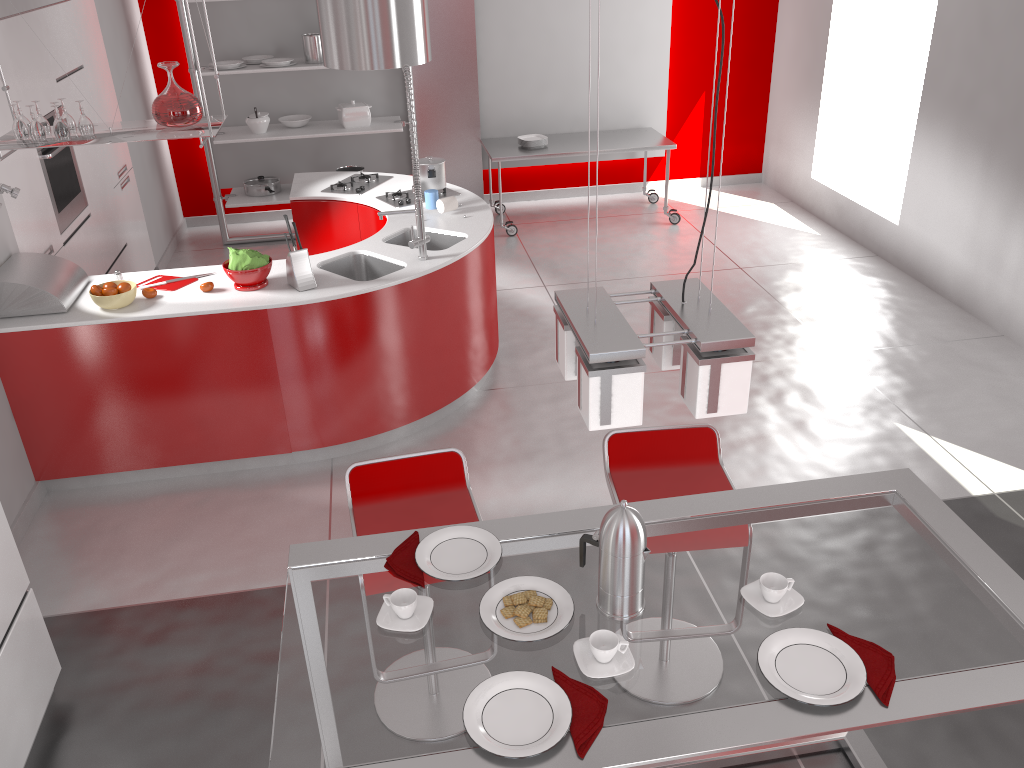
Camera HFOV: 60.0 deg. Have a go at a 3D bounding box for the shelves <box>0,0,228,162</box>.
[{"bbox_3d":[-1.754,-1.502,3.632,0.934,1.023,0.462,-6,28,-7],"label":"shelves"}]

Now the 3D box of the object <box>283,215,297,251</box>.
[{"bbox_3d":[-1.016,-0.624,4.151,0.014,0.322,0.150,-22,34,-32],"label":"object"}]

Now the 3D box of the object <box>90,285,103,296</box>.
[{"bbox_3d":[-1.882,-0.422,4.026,0.055,0.058,0.066,-13,30,-20],"label":"object"}]

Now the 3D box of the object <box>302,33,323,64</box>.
[{"bbox_3d":[-1.546,-2.618,6.916,0.184,0.205,0.172,-4,28,-3],"label":"object"}]

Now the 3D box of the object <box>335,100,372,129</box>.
[{"bbox_3d":[-1.288,-2.210,7.231,0.282,0.197,0.235,-11,29,-16],"label":"object"}]

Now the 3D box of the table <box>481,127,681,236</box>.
[{"bbox_3d":[0.587,-1.763,7.708,1.627,0.682,0.749,-5,28,-6],"label":"table"}]

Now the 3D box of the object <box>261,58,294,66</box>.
[{"bbox_3d":[-1.810,-2.484,6.859,0.244,0.042,0.244,-14,30,-21],"label":"object"}]

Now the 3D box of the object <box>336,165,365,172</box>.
[{"bbox_3d":[-1.349,-1.723,7.441,0.240,0.161,0.259,-15,30,-22],"label":"object"}]

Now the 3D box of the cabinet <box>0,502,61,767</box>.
[{"bbox_3d":[-1.763,1.145,2.154,0.610,0.880,1.802,-6,28,-7],"label":"cabinet"}]

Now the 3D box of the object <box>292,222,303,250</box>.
[{"bbox_3d":[-0.988,-0.615,4.166,0.012,0.279,0.130,-22,34,-32],"label":"object"}]

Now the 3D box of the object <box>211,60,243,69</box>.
[{"bbox_3d":[-2.188,-2.451,6.823,0.244,0.042,0.244,-14,30,-21],"label":"object"}]

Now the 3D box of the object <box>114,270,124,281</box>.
[{"bbox_3d":[-1.914,-0.524,4.312,0.043,0.066,0.042,0,28,4],"label":"object"}]

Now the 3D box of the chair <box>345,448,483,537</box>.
[{"bbox_3d":[-0.291,0.697,2.924,0.418,0.857,0.460,-8,28,-11],"label":"chair"}]

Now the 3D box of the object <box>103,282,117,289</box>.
[{"bbox_3d":[-1.844,-0.442,4.071,0.066,0.049,0.062,-8,28,-10],"label":"object"}]

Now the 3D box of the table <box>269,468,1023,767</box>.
[{"bbox_3d":[0.351,0.946,2.255,1.700,1.000,0.800,-6,28,-7],"label":"table"}]

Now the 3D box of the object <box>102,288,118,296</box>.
[{"bbox_3d":[-1.821,-0.416,4.020,0.065,0.052,0.062,-14,30,-21],"label":"object"}]

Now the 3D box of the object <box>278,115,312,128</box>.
[{"bbox_3d":[-1.777,-2.147,7.278,0.272,0.072,0.272,23,37,39],"label":"object"}]

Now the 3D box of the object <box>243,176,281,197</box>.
[{"bbox_3d":[-2.095,-1.652,7.391,0.308,0.130,0.407,-3,28,-1],"label":"object"}]

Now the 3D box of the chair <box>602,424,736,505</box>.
[{"bbox_3d":[0.535,0.613,3.026,0.418,0.857,0.460,-4,28,-3],"label":"chair"}]

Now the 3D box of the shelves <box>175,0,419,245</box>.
[{"bbox_3d":[-1.656,-2.423,7.061,1.735,2.599,0.535,-6,28,-7],"label":"shelves"}]

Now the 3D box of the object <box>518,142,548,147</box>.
[{"bbox_3d":[0.174,-2.021,7.450,0.228,0.020,0.228,-15,31,-23],"label":"object"}]

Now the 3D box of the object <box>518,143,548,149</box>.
[{"bbox_3d":[0.174,-2.012,7.455,0.228,0.020,0.228,-15,31,-23],"label":"object"}]

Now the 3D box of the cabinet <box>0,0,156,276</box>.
[{"bbox_3d":[-2.891,-1.146,5.342,0.614,2.026,2.398,-6,28,-7],"label":"cabinet"}]

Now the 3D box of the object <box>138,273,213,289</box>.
[{"bbox_3d":[-1.626,-0.509,4.314,0.375,0.008,0.041,-18,32,-28],"label":"object"}]

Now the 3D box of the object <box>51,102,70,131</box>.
[{"bbox_3d":[-1.916,-1.118,3.751,0.060,0.141,0.060,-6,28,-7],"label":"object"}]

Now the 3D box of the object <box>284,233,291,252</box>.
[{"bbox_3d":[-1.031,-0.601,4.137,0.009,0.197,0.091,-22,34,-32],"label":"object"}]

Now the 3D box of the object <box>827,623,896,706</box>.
[{"bbox_3d":[0.755,0.574,1.849,0.095,0.012,0.234,-7,28,-8],"label":"object"}]

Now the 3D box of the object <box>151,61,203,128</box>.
[{"bbox_3d":[-1.461,-1.251,3.838,0.213,0.266,0.213,7,29,17],"label":"object"}]

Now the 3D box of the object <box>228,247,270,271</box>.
[{"bbox_3d":[-1.237,-0.571,4.184,0.198,0.182,0.193,-3,28,-2],"label":"object"}]

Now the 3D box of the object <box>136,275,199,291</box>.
[{"bbox_3d":[-1.676,-0.489,4.295,0.266,0.006,0.168,7,29,16],"label":"object"}]

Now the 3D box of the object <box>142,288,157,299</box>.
[{"bbox_3d":[-1.686,-0.422,4.128,0.065,0.047,0.063,-6,28,-8],"label":"object"}]

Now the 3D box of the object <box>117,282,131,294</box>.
[{"bbox_3d":[-1.778,-0.440,4.062,0.066,0.049,0.062,-2,28,0],"label":"object"}]

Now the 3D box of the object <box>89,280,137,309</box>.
[{"bbox_3d":[-1.813,-0.398,4.050,0.201,0.086,0.201,-6,28,-6],"label":"object"}]

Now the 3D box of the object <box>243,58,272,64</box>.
[{"bbox_3d":[-2.015,-2.562,7.051,0.280,0.015,0.280,12,31,25],"label":"object"}]

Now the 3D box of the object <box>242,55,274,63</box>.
[{"bbox_3d":[-2.016,-2.574,7.044,0.244,0.042,0.244,-10,29,-14],"label":"object"}]

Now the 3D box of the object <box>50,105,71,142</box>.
[{"bbox_3d":[-1.879,-1.083,3.682,0.060,0.141,0.060,-18,32,-27],"label":"object"}]

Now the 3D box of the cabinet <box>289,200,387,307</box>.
[{"bbox_3d":[-1.420,-0.390,4.968,1.025,0.761,1.875,17,33,32],"label":"cabinet"}]

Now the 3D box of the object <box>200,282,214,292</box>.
[{"bbox_3d":[-1.437,-0.460,4.177,0.064,0.048,0.063,-17,31,-26],"label":"object"}]

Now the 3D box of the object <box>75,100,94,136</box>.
[{"bbox_3d":[-1.818,-1.129,3.765,0.060,0.141,0.060,-6,28,-7],"label":"object"}]

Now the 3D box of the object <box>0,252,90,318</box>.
[{"bbox_3d":[-2.191,-0.475,4.117,0.300,0.170,0.400,-6,28,-7],"label":"object"}]

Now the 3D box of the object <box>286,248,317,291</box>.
[{"bbox_3d":[-0.997,-0.547,4.166,0.091,0.178,0.137,-20,33,-31],"label":"object"}]

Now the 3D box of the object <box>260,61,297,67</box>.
[{"bbox_3d":[-1.809,-2.472,6.866,0.280,0.015,0.280,8,30,19],"label":"object"}]

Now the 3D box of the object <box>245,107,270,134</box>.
[{"bbox_3d":[-2.031,-2.114,7.079,0.192,0.214,0.192,-13,30,-19],"label":"object"}]

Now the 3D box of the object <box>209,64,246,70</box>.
[{"bbox_3d":[-2.187,-2.439,6.830,0.280,0.015,0.280,12,31,25],"label":"object"}]

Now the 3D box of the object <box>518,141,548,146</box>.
[{"bbox_3d":[0.174,-2.030,7.445,0.228,0.020,0.228,-15,31,-23],"label":"object"}]

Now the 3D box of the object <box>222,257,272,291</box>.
[{"bbox_3d":[-1.245,-0.522,4.207,0.229,0.118,0.228,-22,33,-32],"label":"object"}]
